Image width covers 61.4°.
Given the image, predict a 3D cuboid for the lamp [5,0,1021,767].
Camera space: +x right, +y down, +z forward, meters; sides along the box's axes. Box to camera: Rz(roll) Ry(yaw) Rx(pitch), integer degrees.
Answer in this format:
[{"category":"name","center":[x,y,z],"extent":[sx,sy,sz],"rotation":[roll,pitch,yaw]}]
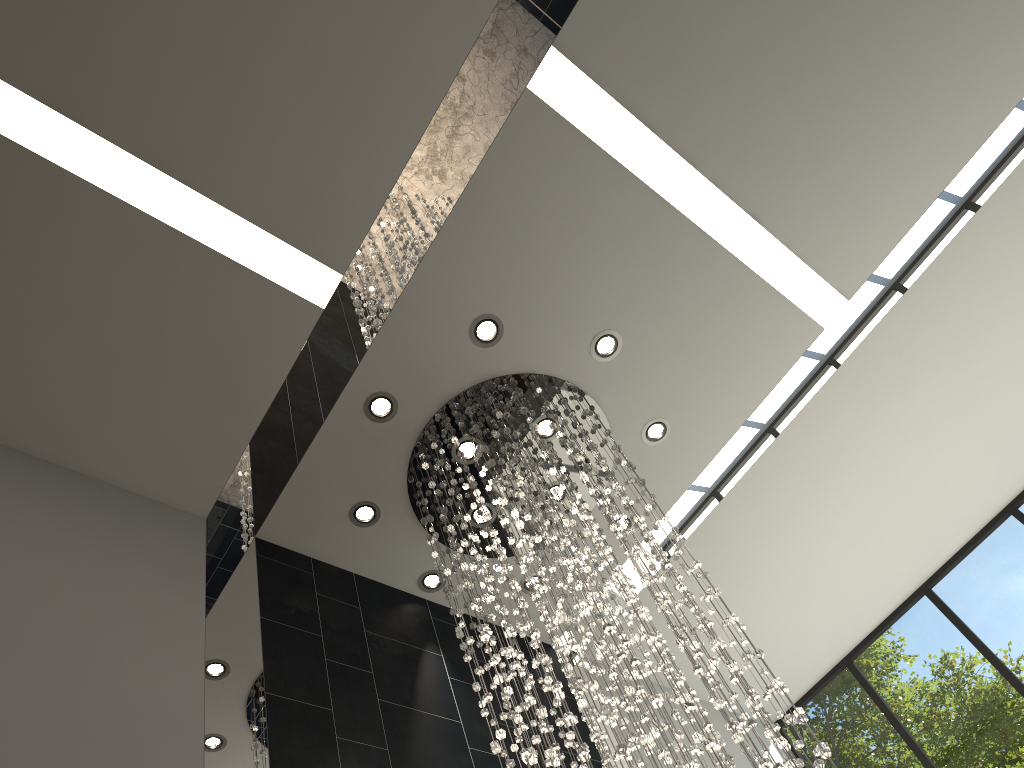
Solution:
[{"category":"lamp","center":[-14.401,-22.864,31.345],"extent":[399.113,102.674,445.405],"rotation":[1,-56,-17]}]

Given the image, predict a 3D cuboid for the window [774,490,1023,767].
[{"category":"window","center":[3.962,1.444,3.719],"extent":[2.457,5.334,6.591],"rotation":[23,-66,-29]}]
